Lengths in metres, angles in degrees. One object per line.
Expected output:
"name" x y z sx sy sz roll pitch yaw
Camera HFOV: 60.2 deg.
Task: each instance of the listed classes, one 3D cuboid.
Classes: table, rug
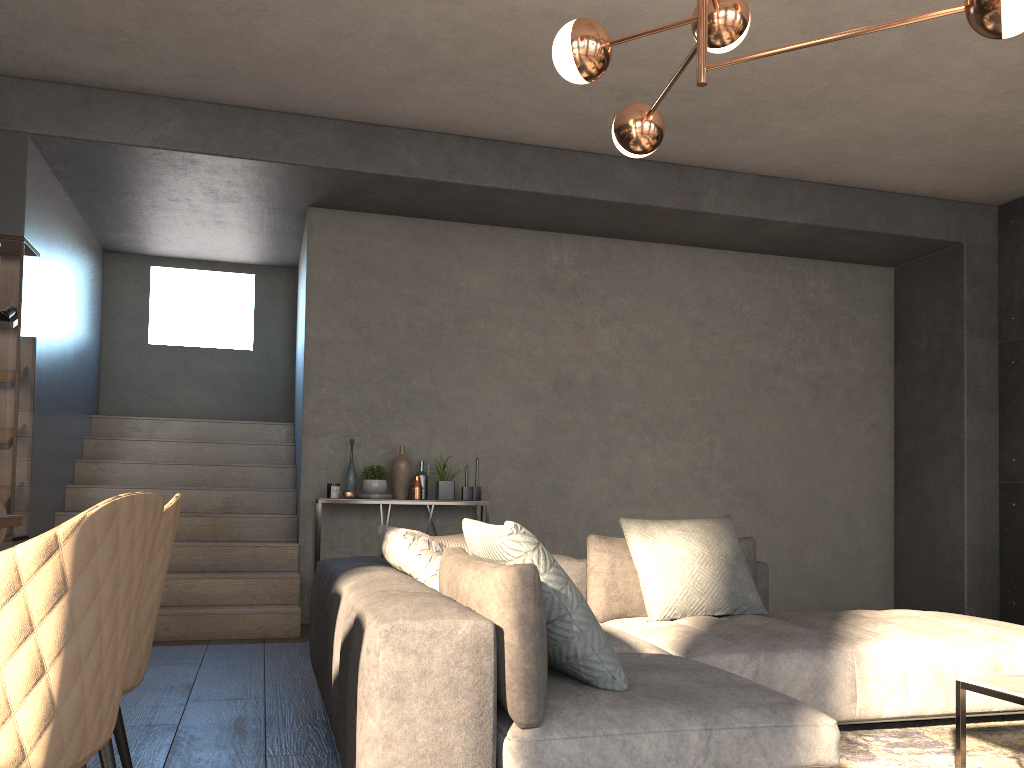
"table" -1.498 0.627 1.560 0.769 0.764 1.476 2 -7 -16
"table" 1.916 1.011 2.350 0.931 0.307 0.936 3 -7 -16
"rug" 1.437 1.176 2.460 3.145 0.020 1.741 3 -8 -16
"table" -0.724 1.168 5.775 1.101 0.817 0.301 3 -3 -16

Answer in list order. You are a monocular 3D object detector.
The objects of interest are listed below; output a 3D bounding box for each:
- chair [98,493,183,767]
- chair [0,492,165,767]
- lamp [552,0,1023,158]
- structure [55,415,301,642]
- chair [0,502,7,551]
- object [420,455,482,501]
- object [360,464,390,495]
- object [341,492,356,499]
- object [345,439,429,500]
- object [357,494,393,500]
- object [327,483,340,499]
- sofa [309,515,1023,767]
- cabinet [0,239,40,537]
"chair" -1.044 0.664 2.033 0.511 0.832 0.557 2 -4 -21
"chair" -0.874 0.590 1.446 0.510 0.832 0.558 1 -4 -6
"lamp" 0.554 -1.370 2.479 1.018 1.033 1.468 5 -7 -39
"structure" -2.263 0.882 6.102 1.508 1.415 2.273 2 -6 -16
"chair" -1.723 0.707 2.451 0.555 0.832 0.513 2 -4 -11
"object" -0.412 0.607 5.881 0.401 0.336 0.317 -2 -5 26
"object" -0.886 0.633 5.727 0.195 0.226 0.188 4 -6 -37
"object" -1.040 0.710 5.618 0.099 0.041 0.100 3 -7 -17
"object" -0.796 0.562 5.788 0.562 0.389 0.226 3 -4 -20
"object" -0.890 0.732 5.724 0.228 0.031 0.230 2 -7 -10
"object" -1.145 0.687 5.664 0.084 0.098 0.084 -2 -5 32
"sofa" 0.816 0.869 3.154 2.913 0.780 2.036 3 -7 -16
"cabinet" -3.153 0.015 4.728 0.999 1.578 0.338 2 -3 -16
